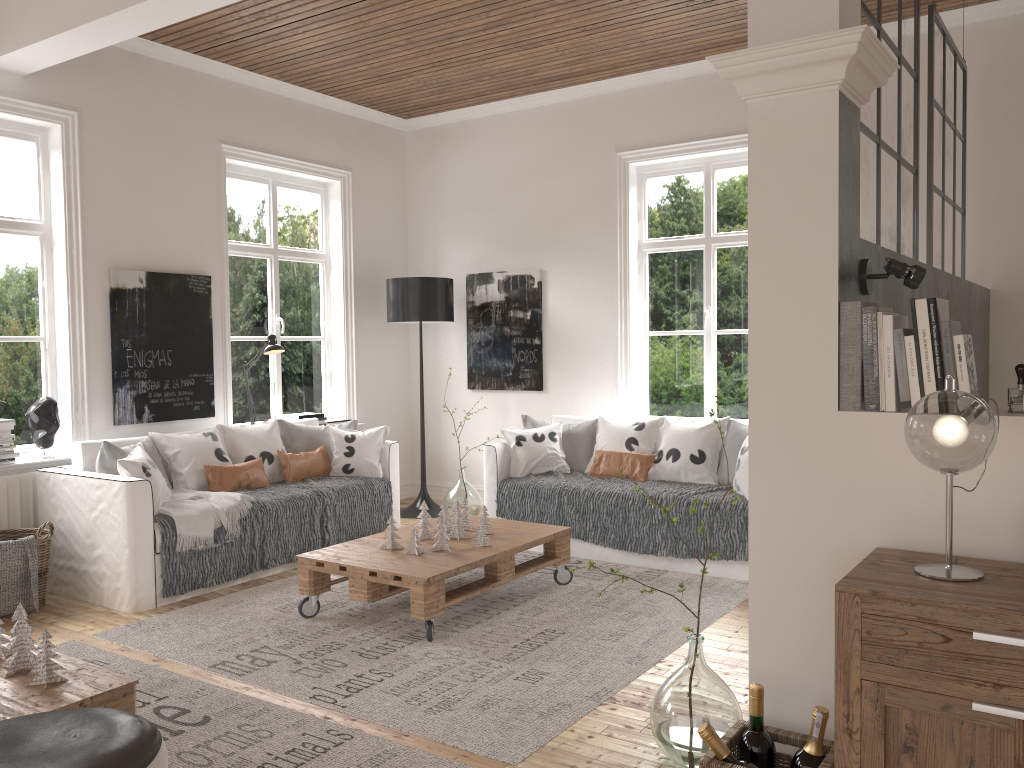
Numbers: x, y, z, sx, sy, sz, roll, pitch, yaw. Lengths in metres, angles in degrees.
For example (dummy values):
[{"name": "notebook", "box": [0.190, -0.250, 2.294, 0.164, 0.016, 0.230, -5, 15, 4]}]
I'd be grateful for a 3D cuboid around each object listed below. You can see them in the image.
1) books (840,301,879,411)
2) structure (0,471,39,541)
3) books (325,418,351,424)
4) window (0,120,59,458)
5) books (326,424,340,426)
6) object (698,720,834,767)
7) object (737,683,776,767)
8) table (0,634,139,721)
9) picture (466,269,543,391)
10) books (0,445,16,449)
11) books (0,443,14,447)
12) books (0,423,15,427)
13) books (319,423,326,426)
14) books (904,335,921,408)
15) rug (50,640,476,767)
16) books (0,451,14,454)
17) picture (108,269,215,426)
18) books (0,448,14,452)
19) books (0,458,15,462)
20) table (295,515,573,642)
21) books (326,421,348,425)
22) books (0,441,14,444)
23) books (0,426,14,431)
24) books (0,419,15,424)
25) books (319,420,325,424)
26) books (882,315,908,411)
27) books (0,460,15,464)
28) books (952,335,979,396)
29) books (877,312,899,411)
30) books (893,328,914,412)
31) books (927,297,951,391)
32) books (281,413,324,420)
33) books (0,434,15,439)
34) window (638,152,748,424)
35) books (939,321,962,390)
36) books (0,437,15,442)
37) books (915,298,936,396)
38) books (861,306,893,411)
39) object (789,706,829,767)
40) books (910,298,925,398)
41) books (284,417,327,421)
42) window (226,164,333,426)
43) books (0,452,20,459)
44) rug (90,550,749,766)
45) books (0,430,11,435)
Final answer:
[{"name": "books", "box": [0.898, -0.074, 2.291, 0.050, 0.271, 0.200, 1, 3, 34]}, {"name": "structure", "box": [-2.711, 0.884, 4.557, 0.095, 0.829, 1.223, 1, 3, 34]}, {"name": "books", "box": [-1.369, 0.279, 6.694, 0.202, 0.012, 0.251, 1, 3, 35]}, {"name": "window", "box": [-2.905, -0.487, 4.617, 0.120, 1.872, 1.055, 1, 3, 34]}, {"name": "books", "box": [-1.362, 0.306, 6.692, 0.187, 0.014, 0.253, 1, 3, 34]}, {"name": "object", "box": [0.634, 1.021, 2.144, 0.276, 0.270, 0.276, 1, 3, 34]}, {"name": "object", "box": [0.616, 0.945, 2.230, 0.095, 0.377, 0.095, -2, 3, -20]}, {"name": "table", "box": [-1.728, 1.027, 2.297, 0.821, 0.300, 1.189, 1, 3, 34]}, {"name": "picture", "box": [-0.063, -0.406, 6.810, 0.680, 0.908, 0.041, 1, 3, 34]}, {"name": "books", "box": [-2.764, 0.336, 4.636, 0.161, 0.013, 0.256, 1, 3, 34]}, {"name": "books", "box": [-2.783, 0.324, 4.622, 0.159, 0.012, 0.285, 1, 3, 34]}, {"name": "books", "box": [-2.781, 0.216, 4.620, 0.182, 0.016, 0.288, 1, 3, 34]}, {"name": "books", "box": [-1.518, 0.309, 6.468, 0.191, 0.032, 0.258, 1, 3, 36]}, {"name": "books", "box": [1.000, -0.027, 2.185, 0.042, 0.185, 0.125, 1, 3, 34]}, {"name": "rug", "box": [-1.659, 1.180, 2.191, 2.254, 0.003, 2.474, 1, 3, 34]}, {"name": "books", "box": [-2.774, 0.364, 4.637, 0.161, 0.013, 0.254, 1, 3, 34]}, {"name": "picture", "box": [-2.130, -0.225, 5.437, 0.041, 0.908, 0.680, 1, 3, 34]}, {"name": "books", "box": [-2.797, 0.351, 4.630, 0.182, 0.016, 0.288, 1, 3, 34]}, {"name": "books", "box": [-2.774, 0.403, 4.620, 0.159, 0.012, 0.285, 1, 3, 34]}, {"name": "table", "box": [-0.346, 0.918, 4.364, 0.821, 0.300, 1.189, 1, 3, 34]}, {"name": "books", "box": [-1.365, 0.292, 6.689, 0.187, 0.014, 0.248, 1, 3, 32]}, {"name": "books", "box": [-2.772, 0.312, 4.627, 0.161, 0.012, 0.254, 1, 3, 34]}, {"name": "books", "box": [-2.780, 0.235, 4.623, 0.174, 0.021, 0.273, 1, 3, 34]}, {"name": "books", "box": [-2.776, 0.201, 4.608, 0.182, 0.016, 0.288, 1, 3, 34]}, {"name": "books", "box": [-1.517, 0.281, 6.456, 0.191, 0.023, 0.242, 1, 3, 32]}, {"name": "books", "box": [0.975, -0.055, 2.245, 0.031, 0.236, 0.200, 1, 3, 34]}, {"name": "books", "box": [-2.769, 0.415, 4.636, 0.161, 0.012, 0.254, 1, 3, 34]}, {"name": "books", "box": [1.101, -0.027, 2.147, 0.045, 0.185, 0.152, 1, 3, 34]}, {"name": "books", "box": [0.960, -0.059, 2.254, 0.019, 0.243, 0.205, 1, 3, 34]}, {"name": "books", "box": [0.982, -0.036, 2.202, 0.044, 0.203, 0.141, 1, 3, 34]}, {"name": "books", "box": [1.065, -0.072, 2.186, 0.048, 0.274, 0.210, 1, 3, 34]}, {"name": "books", "box": [-1.523, 0.233, 6.457, 0.190, 0.028, 0.239, 1, 3, 36]}, {"name": "books", "box": [-2.792, 0.280, 4.637, 0.182, 0.016, 0.288, 1, 3, 34]}, {"name": "window", "box": [1.341, -0.607, 6.071, 1.055, 1.872, 0.120, 1, 3, 34]}, {"name": "books", "box": [1.079, -0.044, 2.162, 0.047, 0.219, 0.171, 1, 3, 34]}, {"name": "books", "box": [-2.775, 0.296, 4.637, 0.167, 0.017, 0.263, 1, 3, 34]}, {"name": "books", "box": [1.044, -0.072, 2.197, 0.054, 0.272, 0.200, 1, 3, 34]}, {"name": "books", "box": [0.937, -0.066, 2.263, 0.046, 0.257, 0.193, 1, 3, 34]}, {"name": "object", "box": [0.712, 0.960, 2.168, 0.127, 0.361, 0.094, 1, 3, 34]}, {"name": "books", "box": [1.028, -0.073, 2.205, 0.038, 0.274, 0.200, 1, 3, 34]}, {"name": "books", "box": [-1.520, 0.258, 6.467, 0.212, 0.023, 0.258, 1, 3, 34]}, {"name": "window", "box": [-1.693, -0.582, 6.411, 0.120, 1.872, 1.055, 1, 3, 34]}, {"name": "books", "box": [-2.781, 0.383, 4.627, 0.176, 0.025, 0.331, 1, 3, 34]}, {"name": "rug", "box": [-0.234, 1.069, 4.302, 2.254, 0.003, 2.474, 1, 3, 34]}, {"name": "books", "box": [-2.805, 0.259, 4.616, 0.180, 0.028, 0.296, 1, 3, 34]}]
